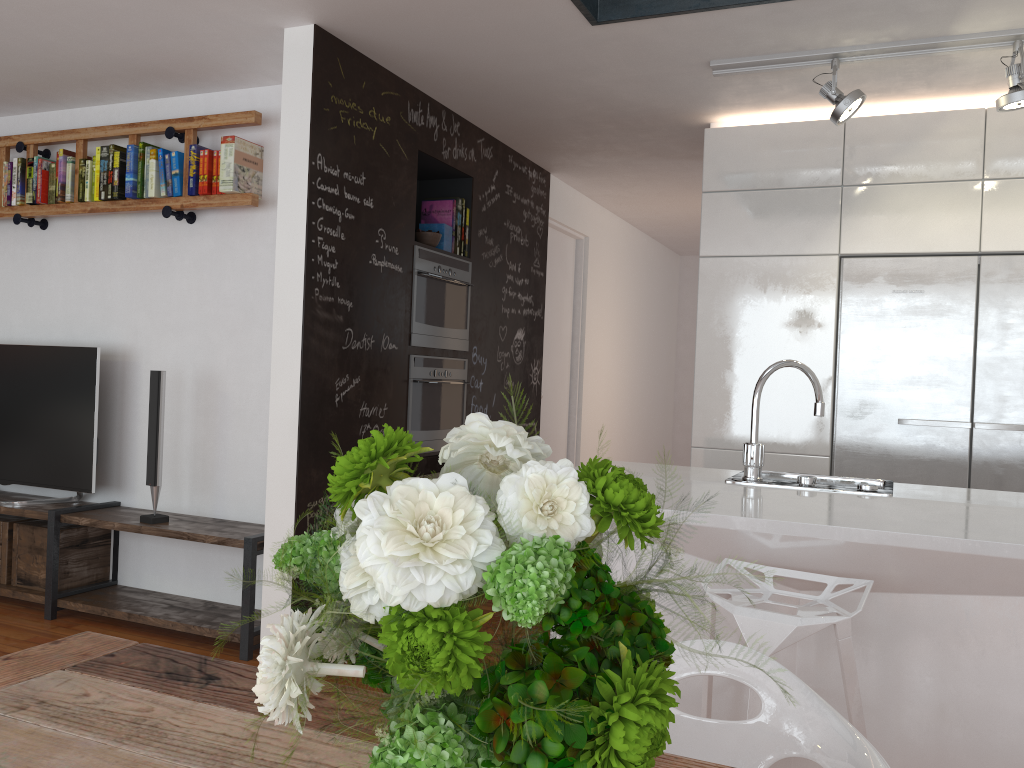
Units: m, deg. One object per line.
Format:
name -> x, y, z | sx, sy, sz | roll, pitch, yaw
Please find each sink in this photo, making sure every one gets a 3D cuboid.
sink -> 0.990, 0.209, 2.915 | 0.492, 0.570, 0.459 | 3, 0, 24

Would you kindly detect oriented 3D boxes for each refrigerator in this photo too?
refrigerator -> 1.967, 0.350, 3.807 | 1.119, 1.811, 0.142 | 3, 0, 24

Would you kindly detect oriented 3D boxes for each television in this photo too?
television -> -2.550, 0.192, 4.514 | 1.230, 0.786, 0.298 | 3, 0, 24

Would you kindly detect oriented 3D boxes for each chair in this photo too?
chair -> 0.326, 0.852, 1.485 | 0.577, 0.710, 0.505 | 2, 0, 14
chair -> 0.601, 0.836, 2.065 | 0.492, 0.765, 0.428 | 3, 0, 34

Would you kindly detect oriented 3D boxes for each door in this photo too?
door -> 0.272, 0.057, 6.010 | 0.120, 2.236, 0.823 | 3, 0, 24

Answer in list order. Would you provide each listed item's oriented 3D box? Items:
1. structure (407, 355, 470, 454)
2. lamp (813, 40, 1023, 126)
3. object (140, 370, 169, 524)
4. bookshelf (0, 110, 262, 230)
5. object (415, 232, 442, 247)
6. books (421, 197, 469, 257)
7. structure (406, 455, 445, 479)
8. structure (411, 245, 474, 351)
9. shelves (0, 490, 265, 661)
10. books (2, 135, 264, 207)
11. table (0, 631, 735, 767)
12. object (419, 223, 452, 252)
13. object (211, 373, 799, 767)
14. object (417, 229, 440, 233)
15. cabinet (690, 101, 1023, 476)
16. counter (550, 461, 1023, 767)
structure -> -0.340, 0.100, 4.335 | 0.052, 0.462, 0.585 | 3, 0, 24
lamp -> 1.765, -1.092, 3.162 | 1.324, 0.254, 0.154 | 3, 0, 24
object -> -1.609, 0.283, 4.024 | 0.089, 0.687, 0.089 | 3, 0, 34
bookshelf -> -2.487, -1.043, 4.595 | 2.983, 0.465, 0.161 | 3, 0, 24
object -> -0.408, -0.691, 4.292 | 0.132, 0.069, 0.132 | 2, 0, -33
books -> -0.359, -0.808, 4.584 | 0.230, 0.303, 0.152 | 3, 0, 24
structure -> -0.359, 0.731, 4.336 | 0.081, 0.763, 0.582 | 3, 0, 24
structure -> -0.319, -0.403, 4.331 | 0.052, 0.462, 0.585 | 3, 0, 24
shelves -> -2.582, 0.816, 4.515 | 3.473, 0.506, 0.414 | 3, 0, 24
books -> -1.118, -1.838, 4.271 | 5.671, 1.974, 0.733 | 2, 0, 13
table -> -0.078, 0.832, 0.732 | 1.910, 0.735, 0.969 | 3, 0, 24
object -> -0.383, -0.725, 4.437 | 0.136, 0.136, 0.110 | 2, 0, 17
object -> -0.022, 0.228, 0.740 | 0.432, 0.476, 0.371 | 2, 0, -25
object -> -0.397, -0.725, 4.289 | 0.077, 0.042, 0.116 | 3, 1, 37
cabinet -> 2.163, 0.013, 4.223 | 2.404, 2.506, 0.946 | 3, 0, 24
counter -> 1.199, 0.787, 2.547 | 2.289, 0.903, 0.956 | 3, 0, 24
